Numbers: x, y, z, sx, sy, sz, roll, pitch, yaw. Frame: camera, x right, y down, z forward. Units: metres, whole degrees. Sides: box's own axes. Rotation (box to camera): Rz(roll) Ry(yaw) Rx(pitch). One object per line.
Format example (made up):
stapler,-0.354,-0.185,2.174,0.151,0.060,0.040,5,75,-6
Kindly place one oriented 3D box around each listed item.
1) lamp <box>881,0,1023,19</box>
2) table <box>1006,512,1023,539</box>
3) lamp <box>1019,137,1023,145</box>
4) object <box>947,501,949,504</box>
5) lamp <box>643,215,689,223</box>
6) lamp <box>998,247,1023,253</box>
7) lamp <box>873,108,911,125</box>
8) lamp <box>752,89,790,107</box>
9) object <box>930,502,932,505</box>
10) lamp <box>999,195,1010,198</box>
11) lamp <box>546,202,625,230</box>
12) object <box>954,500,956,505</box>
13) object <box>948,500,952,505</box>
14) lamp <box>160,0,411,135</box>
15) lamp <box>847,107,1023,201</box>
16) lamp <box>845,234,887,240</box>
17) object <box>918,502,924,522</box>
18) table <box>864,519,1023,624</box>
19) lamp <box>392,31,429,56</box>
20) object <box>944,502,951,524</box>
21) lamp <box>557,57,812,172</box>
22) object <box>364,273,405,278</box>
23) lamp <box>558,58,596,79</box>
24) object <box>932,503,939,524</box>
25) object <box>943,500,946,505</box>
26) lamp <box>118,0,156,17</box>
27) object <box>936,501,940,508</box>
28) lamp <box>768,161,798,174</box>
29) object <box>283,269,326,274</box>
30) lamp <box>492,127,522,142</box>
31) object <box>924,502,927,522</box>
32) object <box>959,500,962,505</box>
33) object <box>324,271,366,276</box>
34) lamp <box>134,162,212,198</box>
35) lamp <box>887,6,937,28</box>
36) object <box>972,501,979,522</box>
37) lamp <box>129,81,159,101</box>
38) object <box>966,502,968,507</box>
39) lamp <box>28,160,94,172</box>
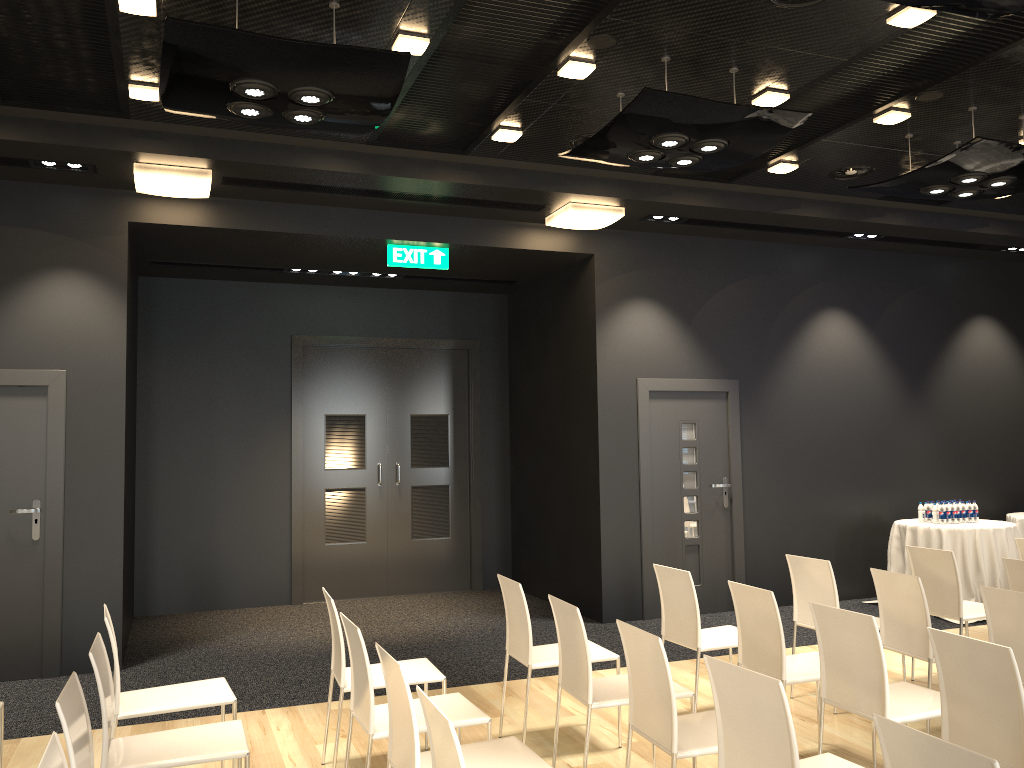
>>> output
lamp,1.756,-1.713,3.100,1.097,0.436,1.097,1,-4,-21
table,5.564,1.725,8.871,1.325,0.809,1.330,2,-5,-32
lamp,3.675,-1.714,6.205,0.159,0.049,0.159,1,-4,-21
object,4.227,1.228,8.593,0.054,0.186,0.054,1,-4,-21
lamp,1.344,-1.451,7.737,0.389,0.028,0.166,1,-4,-21
lamp,5.279,-1.409,9.247,0.389,0.028,0.166,1,-4,-21
lamp,2.459,-1.727,5.739,0.159,0.049,0.159,1,-4,-21
lamp,1.575,-1.736,5.399,0.159,0.049,0.159,1,-4,-21
object,4.034,1.226,8.518,0.054,0.186,0.054,2,-5,-31
lamp,4.167,-1.626,7.567,0.159,0.049,0.159,1,-4,-21
lamp,0.608,-1.418,7.452,0.499,0.153,0.499,1,-4,-21
object,4.262,1.216,8.521,0.062,0.202,0.062,-3,-5,30
object,4.203,1.214,8.491,0.062,0.202,0.062,-3,-5,32
lamp,-1.142,-1.577,4.369,1.097,0.436,1.097,1,-4,-21
lamp,3.059,-1.531,5.981,1.097,0.436,1.097,1,-4,-21
lamp,3.401,-1.429,8.526,0.389,0.028,0.166,1,-4,-21
object,3.907,1.225,8.471,0.054,0.186,0.054,-4,-5,37
table,4.145,1.711,8.349,1.330,0.809,1.325,1,-4,-22
lamp,-0.526,-1.759,4.593,0.159,0.049,0.159,1,-4,-21
object,4.058,1.201,8.271,0.062,0.202,0.062,0,-4,-11
lamp,0.959,-1.554,5.175,1.097,0.436,1.097,1,-4,-21
object,-1.269,-1.094,8.844,0.389,0.028,0.166,1,-4,-21
lamp,0.359,-1.750,4.933,0.159,0.049,0.159,1,-4,-21
object,3.966,1.213,8.313,0.054,0.186,0.054,-2,-4,10
object,4.134,1.214,8.472,0.062,0.202,0.062,-1,-4,7
lamp,-1.742,-1.772,4.127,0.159,0.049,0.159,1,-4,-21
object,4.066,1.213,8.443,0.062,0.202,0.062,-2,-4,8
lamp,2.066,-1.649,6.761,0.159,0.049,0.159,1,-4,-21
object,-2.002,-1.102,8.563,0.389,0.028,0.166,1,-4,-21
lamp,-0.035,-1.671,5.955,0.159,0.049,0.159,1,-4,-21
object,3.969,1.226,8.495,0.054,0.186,0.054,-4,-5,40
object,4.321,1.216,8.541,0.062,0.202,0.062,1,-4,-26
object,-1.635,-1.098,8.703,0.389,0.028,0.166,1,-4,-21
lamp,-2.405,-1.451,6.296,0.499,0.153,0.499,1,-4,-21
lamp,1.969,-1.815,4.373,0.159,0.049,0.159,1,-4,-21
object,4.379,1.205,8.391,0.062,0.202,0.062,2,-5,-31
lamp,-2.135,-1.694,5.149,0.159,0.049,0.159,1,-4,-21
object,4.348,1.217,8.464,0.054,0.186,0.054,1,-5,-30
lamp,-3.069,-1.499,6.044,0.389,0.028,0.166,1,-4,-21
